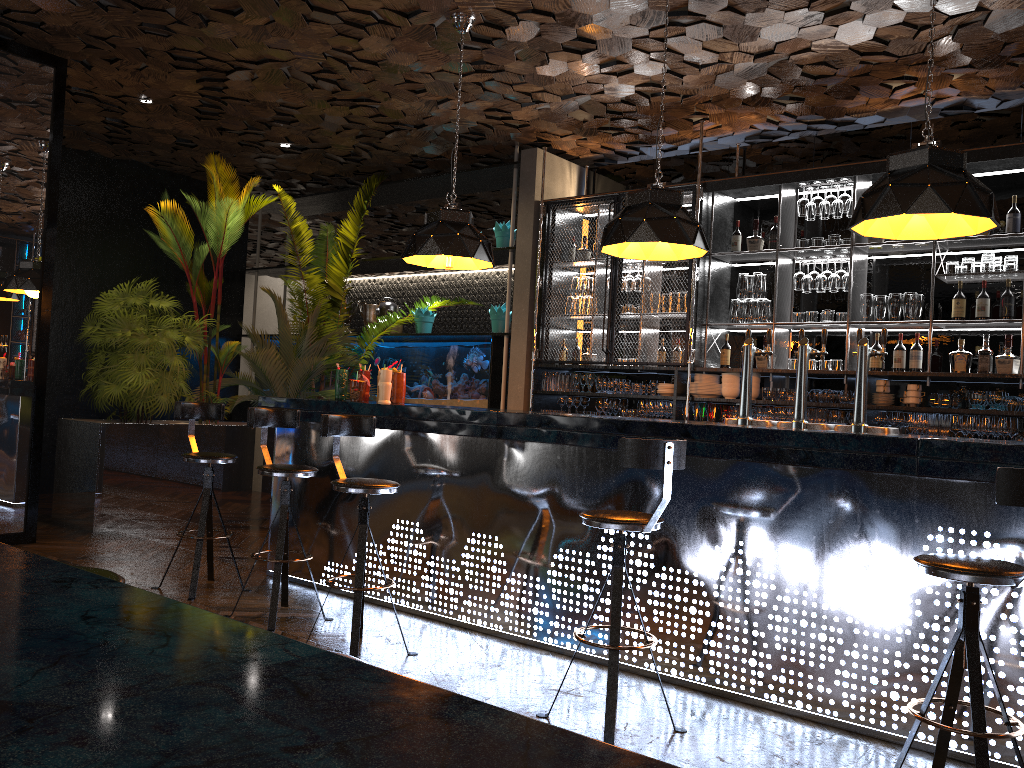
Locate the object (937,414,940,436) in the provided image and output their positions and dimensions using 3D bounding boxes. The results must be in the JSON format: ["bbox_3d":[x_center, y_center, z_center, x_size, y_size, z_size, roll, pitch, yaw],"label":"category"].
[{"bbox_3d":[2.988,0.326,6.233,0.049,0.231,0.049,3,-1,28],"label":"object"}]

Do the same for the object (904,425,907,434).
[{"bbox_3d":[2.856,0.325,6.430,0.108,0.227,0.108,3,-1,-16],"label":"object"}]

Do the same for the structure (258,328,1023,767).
[{"bbox_3d":[1.067,0.520,4.351,6.009,1.685,1.214,2,-1,38],"label":"structure"}]

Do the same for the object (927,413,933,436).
[{"bbox_3d":[2.867,0.316,6.083,0.049,0.231,0.049,4,-2,-40],"label":"object"}]

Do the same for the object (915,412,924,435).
[{"bbox_3d":[2.823,0.314,6.141,0.058,0.234,0.058,2,-2,42],"label":"object"}]

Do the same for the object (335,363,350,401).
[{"bbox_3d":[-1.091,-0.012,5.664,0.084,0.237,0.086,4,-1,-33],"label":"object"}]

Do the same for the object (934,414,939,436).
[{"bbox_3d":[2.952,0.323,6.178,0.049,0.231,0.049,3,-1,-15],"label":"object"}]

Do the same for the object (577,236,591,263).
[{"bbox_3d":[0.665,-1.239,8.158,0.108,0.244,0.108,3,-1,27],"label":"object"}]

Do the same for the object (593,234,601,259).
[{"bbox_3d":[0.781,-1.244,8.086,0.075,0.261,0.075,3,-1,-3],"label":"object"}]

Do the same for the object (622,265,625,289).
[{"bbox_3d":[0.962,-0.944,7.820,0.081,0.213,0.081,2,-2,44],"label":"object"}]

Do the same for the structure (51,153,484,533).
[{"bbox_3d":[-2.299,-0.510,8.910,1.873,3.561,4.073,2,-2,40],"label":"structure"}]

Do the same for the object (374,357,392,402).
[{"bbox_3d":[-0.839,-0.027,5.755,0.105,0.298,0.116,4,-1,-21],"label":"object"}]

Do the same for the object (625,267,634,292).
[{"bbox_3d":[1.051,-0.937,7.933,0.081,0.213,0.081,2,-2,44],"label":"object"}]

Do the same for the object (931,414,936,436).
[{"bbox_3d":[2.909,0.320,6.135,0.049,0.231,0.049,4,-2,-43],"label":"object"}]

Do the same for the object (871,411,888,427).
[{"bbox_3d":[2.614,0.309,6.314,0.108,0.227,0.108,2,-1,30],"label":"object"}]

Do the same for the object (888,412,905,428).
[{"bbox_3d":[2.705,0.313,6.243,0.108,0.227,0.108,3,-1,9],"label":"object"}]

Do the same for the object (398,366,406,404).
[{"bbox_3d":[-0.724,0.000,5.697,0.080,0.254,0.091,2,-2,40],"label":"object"}]

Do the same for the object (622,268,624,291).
[{"bbox_3d":[0.975,-0.940,7.992,0.081,0.213,0.081,2,-2,44],"label":"object"}]

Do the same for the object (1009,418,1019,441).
[{"bbox_3d":[3.380,0.344,6.000,0.091,0.229,0.091,2,-1,36],"label":"object"}]

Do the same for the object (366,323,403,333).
[{"bbox_3d":[-1.407,-0.588,9.745,0.320,0.135,0.250,2,-1,38],"label":"object"}]

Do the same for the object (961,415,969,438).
[{"bbox_3d":[3.110,0.331,6.067,0.091,0.229,0.091,4,-1,-31],"label":"object"}]

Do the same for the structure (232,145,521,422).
[{"bbox_3d":[-1.470,-0.532,9.804,4.269,3.734,0.705,2,-1,38],"label":"structure"}]

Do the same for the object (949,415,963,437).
[{"bbox_3d":[3.003,0.324,6.001,0.091,0.229,0.091,3,-1,25],"label":"object"}]

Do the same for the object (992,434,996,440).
[{"bbox_3d":[3.300,0.341,6.060,0.091,0.229,0.091,3,-1,7],"label":"object"}]

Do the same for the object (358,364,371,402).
[{"bbox_3d":[-0.959,-0.008,5.744,0.078,0.246,0.084,2,-1,37],"label":"object"}]

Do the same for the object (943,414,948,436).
[{"bbox_3d":[2.968,0.322,6.086,0.049,0.231,0.049,2,-2,42],"label":"object"}]

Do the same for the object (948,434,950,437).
[{"bbox_3d":[3.040,0.328,6.187,0.049,0.231,0.049,2,-2,41],"label":"object"}]

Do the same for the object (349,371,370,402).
[{"bbox_3d":[-0.951,0.016,5.549,0.131,0.191,0.110,4,-2,-40],"label":"object"}]

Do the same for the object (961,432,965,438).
[{"bbox_3d":[3.152,0.335,6.178,0.091,0.229,0.091,3,-1,-16],"label":"object"}]

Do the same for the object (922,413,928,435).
[{"bbox_3d":[2.890,0.319,6.210,0.058,0.234,0.058,4,-1,-18],"label":"object"}]

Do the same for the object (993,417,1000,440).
[{"bbox_3d":[3.258,0.337,5.947,0.091,0.229,0.091,2,-1,32],"label":"object"}]

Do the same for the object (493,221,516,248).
[{"bbox_3d":[-0.062,-1.433,8.654,0.265,0.325,0.245,2,-1,32],"label":"object"}]

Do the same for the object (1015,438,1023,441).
[{"bbox_3d":[3.289,0.399,5.749,0.067,0.100,0.067,2,-1,31],"label":"object"}]

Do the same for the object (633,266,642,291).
[{"bbox_3d":[1.119,-0.934,7.879,0.081,0.213,0.081,2,-2,44],"label":"object"}]

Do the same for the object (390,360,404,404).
[{"bbox_3d":[-0.727,-0.015,5.554,0.091,0.277,0.080,4,-1,-19],"label":"object"}]

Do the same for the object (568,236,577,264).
[{"bbox_3d":[0.568,-1.251,8.286,0.075,0.260,0.075,3,-1,-3],"label":"object"}]

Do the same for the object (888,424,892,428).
[{"bbox_3d":[2.768,0.321,6.500,0.108,0.227,0.108,4,-1,-21],"label":"object"}]

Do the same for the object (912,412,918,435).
[{"bbox_3d":[2.827,0.316,6.235,0.058,0.234,0.058,4,-1,-29],"label":"object"}]

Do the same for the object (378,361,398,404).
[{"bbox_3d":[-0.764,-0.013,5.421,0.099,0.264,0.081,4,-1,-31],"label":"object"}]

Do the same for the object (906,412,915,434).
[{"bbox_3d":[2.773,0.312,6.170,0.058,0.234,0.058,3,-1,-9],"label":"object"}]

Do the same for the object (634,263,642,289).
[{"bbox_3d":[1.101,-0.939,7.710,0.081,0.213,0.081,2,-2,44],"label":"object"}]

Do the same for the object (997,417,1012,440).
[{"bbox_3d":[3.233,0.333,5.822,0.091,0.229,0.091,3,-1,11],"label":"object"}]

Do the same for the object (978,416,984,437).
[{"bbox_3d":[3.185,0.334,6.007,0.091,0.229,0.091,4,-1,-20],"label":"object"}]

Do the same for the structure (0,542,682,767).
[{"bbox_3d":[-1.563,0.657,1.392,4.941,0.998,0.673,2,-1,38],"label":"structure"}]

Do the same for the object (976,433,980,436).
[{"bbox_3d":[3.224,0.338,6.121,0.091,0.229,0.091,3,-1,0],"label":"object"}]

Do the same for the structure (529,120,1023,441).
[{"bbox_3d":[2.883,-0.277,6.128,6.750,3.553,1.143,2,-1,38],"label":"structure"}]

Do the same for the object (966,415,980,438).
[{"bbox_3d":[3.087,0.327,5.941,0.091,0.229,0.091,3,-1,-4],"label":"object"}]

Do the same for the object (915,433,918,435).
[{"bbox_3d":[2.872,0.320,6.293,0.058,0.234,0.058,3,-1,13],"label":"object"}]

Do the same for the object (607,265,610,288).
[{"bbox_3d":[0.886,-0.947,7.879,0.081,0.213,0.081,2,-2,44],"label":"object"}]

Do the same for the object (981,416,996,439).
[{"bbox_3d":[3.158,0.330,5.883,0.091,0.229,0.091,4,-1,-24],"label":"object"}]

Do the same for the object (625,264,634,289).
[{"bbox_3d":[1.030,-0.941,7.766,0.081,0.213,0.081,2,-2,44],"label":"object"}]

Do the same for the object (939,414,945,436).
[{"bbox_3d":[2.926,0.319,6.037,0.049,0.231,0.049,2,-1,34],"label":"object"}]

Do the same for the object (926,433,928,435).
[{"bbox_3d":[2.947,0.323,6.278,0.058,0.234,0.058,3,-1,15],"label":"object"}]

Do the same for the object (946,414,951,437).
[{"bbox_3d":[3.012,0.326,6.135,0.049,0.231,0.049,4,-2,-44],"label":"object"}]

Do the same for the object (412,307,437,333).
[{"bbox_3d":[-0.925,-0.661,9.283,0.265,0.325,0.245,3,-1,2],"label":"object"}]

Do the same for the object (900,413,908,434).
[{"bbox_3d":[2.780,0.319,6.334,0.108,0.227,0.108,3,-1,3],"label":"object"}]
